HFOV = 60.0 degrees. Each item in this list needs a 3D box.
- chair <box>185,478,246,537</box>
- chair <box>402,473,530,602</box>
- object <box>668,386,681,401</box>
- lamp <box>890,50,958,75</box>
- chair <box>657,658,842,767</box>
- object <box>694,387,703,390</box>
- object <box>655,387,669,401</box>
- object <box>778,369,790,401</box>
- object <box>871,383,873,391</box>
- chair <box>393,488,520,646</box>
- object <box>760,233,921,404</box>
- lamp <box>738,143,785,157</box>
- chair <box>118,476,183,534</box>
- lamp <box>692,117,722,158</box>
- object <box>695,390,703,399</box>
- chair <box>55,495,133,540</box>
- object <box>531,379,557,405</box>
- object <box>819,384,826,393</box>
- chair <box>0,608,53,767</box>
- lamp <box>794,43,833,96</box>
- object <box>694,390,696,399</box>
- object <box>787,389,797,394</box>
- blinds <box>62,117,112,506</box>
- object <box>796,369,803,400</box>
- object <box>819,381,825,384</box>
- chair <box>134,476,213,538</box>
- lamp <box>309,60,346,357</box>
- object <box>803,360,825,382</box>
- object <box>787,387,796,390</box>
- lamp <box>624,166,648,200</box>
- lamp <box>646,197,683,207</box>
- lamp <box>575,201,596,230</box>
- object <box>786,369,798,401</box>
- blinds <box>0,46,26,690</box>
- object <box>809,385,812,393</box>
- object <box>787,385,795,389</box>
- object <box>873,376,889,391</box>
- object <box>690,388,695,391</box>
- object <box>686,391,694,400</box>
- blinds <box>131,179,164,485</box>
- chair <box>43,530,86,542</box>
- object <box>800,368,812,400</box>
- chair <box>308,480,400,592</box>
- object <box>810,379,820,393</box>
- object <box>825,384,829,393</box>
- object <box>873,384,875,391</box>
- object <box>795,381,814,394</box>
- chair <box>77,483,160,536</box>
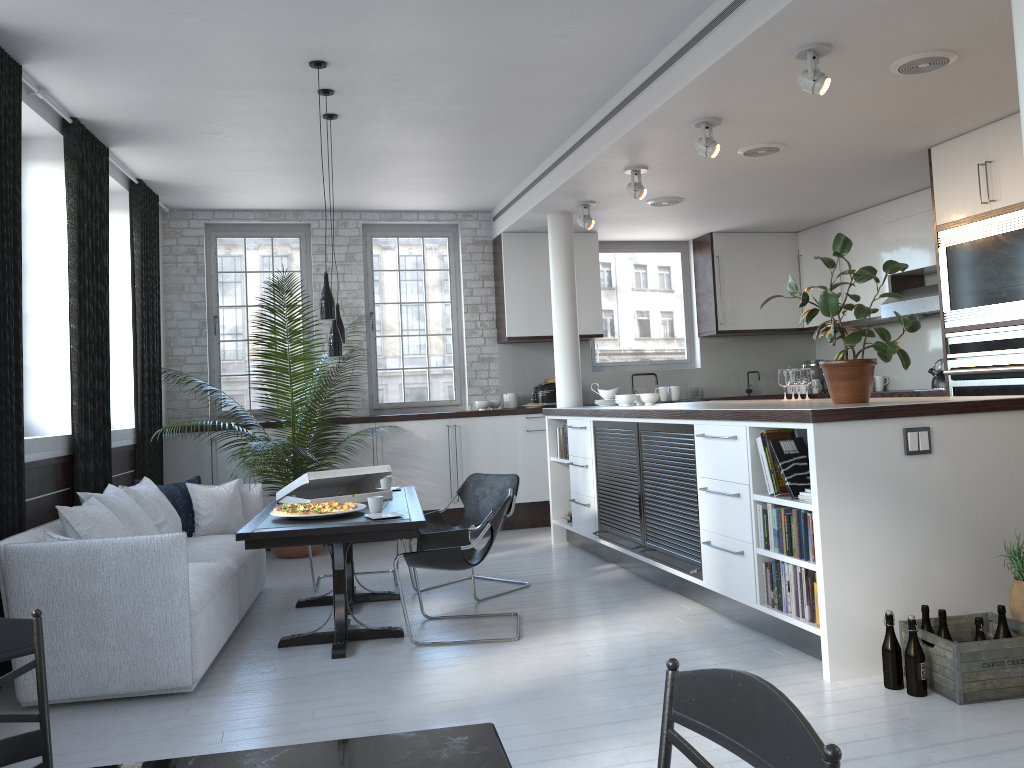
[{"bbox_3d":[-2.097,0.903,6.343,0.457,0.439,0.219,-1,-3,-45],"label":"chair"},{"bbox_3d":[-0.307,1.040,6.150,0.670,0.779,0.664,-5,-3,41],"label":"chair"},{"bbox_3d":[1.720,0.099,9.346,0.108,0.152,0.138,-4,-3,36],"label":"object"},{"bbox_3d":[2.200,-1.714,4.740,0.328,0.025,0.328,-3,-1,-16],"label":"lamp"},{"bbox_3d":[0.101,0.860,1.000,0.503,0.966,0.495,-2,-3,-15],"label":"chair"},{"bbox_3d":[2.027,0.087,9.600,0.094,0.098,0.094,-3,-2,2],"label":"object"},{"bbox_3d":[1.603,0.105,9.400,0.138,0.152,0.108,-2,-2,-20],"label":"object"},{"bbox_3d":[1.909,0.009,6.210,0.082,0.223,0.082,-4,-3,22],"label":"object"},{"bbox_3d":[3.662,0.002,9.132,0.109,0.152,0.138,-3,-2,0],"label":"object"},{"bbox_3d":[-0.304,1.025,5.105,0.664,0.779,0.670,-3,-2,1],"label":"chair"},{"bbox_3d":[1.726,-0.343,4.648,0.774,0.892,0.437,-5,-3,43],"label":"object"},{"bbox_3d":[1.784,-1.671,6.337,0.328,0.025,0.328,-3,-1,-10],"label":"lamp"},{"bbox_3d":[-2.352,0.846,5.754,0.375,0.466,0.564,-2,-2,-7],"label":"chair"},{"bbox_3d":[1.241,-1.544,5.612,0.183,0.239,0.182,-2,-2,-11],"label":"lamp"},{"bbox_3d":[2.028,0.117,9.599,0.094,0.098,0.094,-3,-2,2],"label":"object"},{"bbox_3d":[-2.218,0.841,4.806,0.360,0.437,0.529,-2,-2,-7],"label":"chair"},{"bbox_3d":[0.401,0.091,9.277,0.414,0.291,0.278,-2,-2,-15],"label":"object"},{"bbox_3d":[3.369,0.052,9.565,0.094,0.098,0.094,-3,-2,2],"label":"object"},{"bbox_3d":[-0.859,0.913,1.480,0.502,0.966,0.496,-5,-3,39],"label":"chair"},{"bbox_3d":[1.534,-1.575,4.488,0.183,0.239,0.182,-2,-2,-11],"label":"lamp"},{"bbox_3d":[2.002,0.120,9.699,0.094,0.098,0.094,-2,-2,-32],"label":"object"},{"bbox_3d":[3.203,0.087,10.063,0.153,0.055,0.153,-3,-1,28],"label":"object"},{"bbox_3d":[-2.888,-0.100,6.131,0.111,3.320,0.738,-2,-3,-9],"label":"blinds"},{"bbox_3d":[2.004,0.004,6.197,0.083,0.223,0.082,-1,-3,-24],"label":"object"},{"bbox_3d":[3.369,0.022,9.568,0.094,0.098,0.094,-3,-2,2],"label":"object"},{"bbox_3d":[-2.402,0.890,6.200,0.333,0.500,0.624,-4,-2,25],"label":"chair"},{"bbox_3d":[-1.149,-1.096,5.586,0.114,1.856,1.053,-2,-3,-7],"label":"lamp"},{"bbox_3d":[3.558,-0.095,9.789,0.243,0.375,0.873,-2,-1,-18],"label":"object"},{"bbox_3d":[3.200,0.051,10.062,0.154,0.074,0.152,-3,-1,-12],"label":"object"},{"bbox_3d":[0.949,-1.514,6.736,0.183,0.239,0.182,-2,-2,-11],"label":"lamp"},{"bbox_3d":[1.368,-1.628,7.933,0.328,0.025,0.328,-2,-1,-40],"label":"lamp"},{"bbox_3d":[0.656,-1.484,7.859,0.183,0.239,0.182,-2,-2,-11],"label":"lamp"},{"bbox_3d":[1.934,0.007,6.111,0.083,0.223,0.082,-2,-3,-23],"label":"object"},{"bbox_3d":[-2.655,-0.133,4.575,0.099,3.320,0.622,-2,-3,-8],"label":"blinds"},{"bbox_3d":[3.334,0.029,9.894,0.108,0.152,0.138,-5,-3,39],"label":"object"},{"bbox_3d":[3.197,0.021,10.063,0.153,0.063,0.153,-3,-1,15],"label":"object"},{"bbox_3d":[3.800,-0.004,9.146,0.138,0.152,0.108,-2,-2,-7],"label":"object"},{"bbox_3d":[2.000,0.090,9.701,0.094,0.098,0.094,-2,-2,-32],"label":"object"},{"bbox_3d":[1.925,0.122,9.576,0.094,0.098,0.094,-2,-2,-32],"label":"object"},{"bbox_3d":[-3.145,-0.065,7.686,0.102,3.320,0.622,-2,-3,-9],"label":"blinds"},{"bbox_3d":[-2.087,0.907,4.276,0.467,0.395,0.234,-4,-3,44],"label":"chair"},{"bbox_3d":[2.029,0.002,6.109,0.083,0.223,0.082,-2,-3,-20],"label":"object"},{"bbox_3d":[-1.171,1.088,6.590,0.671,0.779,0.663,-2,-2,-9],"label":"chair"},{"bbox_3d":[3.349,0.026,9.751,0.109,0.152,0.138,-2,-2,-15],"label":"object"},{"bbox_3d":[3.395,0.049,9.464,0.094,0.098,0.094,-3,-2,2],"label":"object"},{"bbox_3d":[3.755,0.000,9.272,0.109,0.152,0.138,-1,-3,-43],"label":"object"},{"bbox_3d":[3.219,0.033,9.805,0.134,0.152,0.249,-2,-2,-13],"label":"object"},{"bbox_3d":[-2.288,0.857,5.273,0.392,0.507,0.596,-2,-2,-8],"label":"chair"}]
